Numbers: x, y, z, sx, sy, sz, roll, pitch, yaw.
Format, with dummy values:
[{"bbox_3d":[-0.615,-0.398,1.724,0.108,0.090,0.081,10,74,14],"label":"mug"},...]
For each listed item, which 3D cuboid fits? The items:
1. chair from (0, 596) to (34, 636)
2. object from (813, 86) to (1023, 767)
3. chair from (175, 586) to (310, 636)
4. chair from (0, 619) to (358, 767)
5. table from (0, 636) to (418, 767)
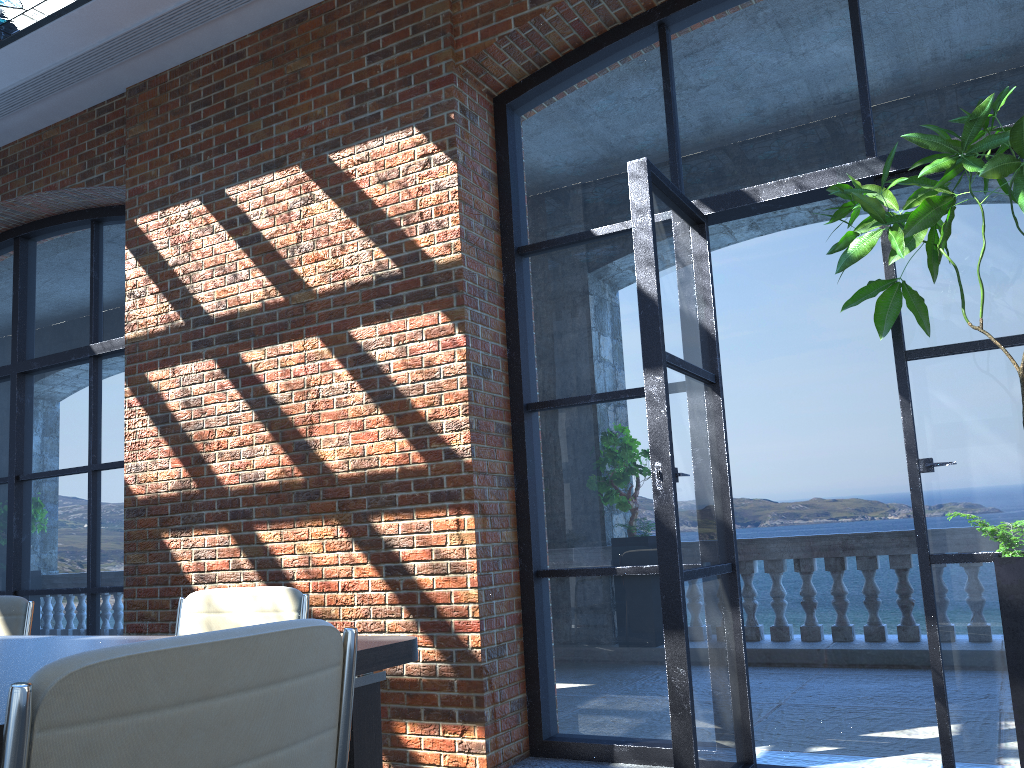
[{"bbox_3d":[-2.168,1.244,3.134,0.560,0.918,0.710,-6,-9,17],"label":"chair"},{"bbox_3d":[1.776,0.202,2.966,1.327,2.477,0.949,-8,-10,29],"label":"object"},{"bbox_3d":[-0.975,1.060,2.481,0.561,0.918,0.709,-8,-10,28],"label":"chair"},{"bbox_3d":[-0.637,0.820,1.252,0.708,0.918,0.562,-8,-10,28],"label":"chair"},{"bbox_3d":[-2.573,1.177,2.315,4.514,0.805,1.816,-9,-11,28],"label":"table"}]
